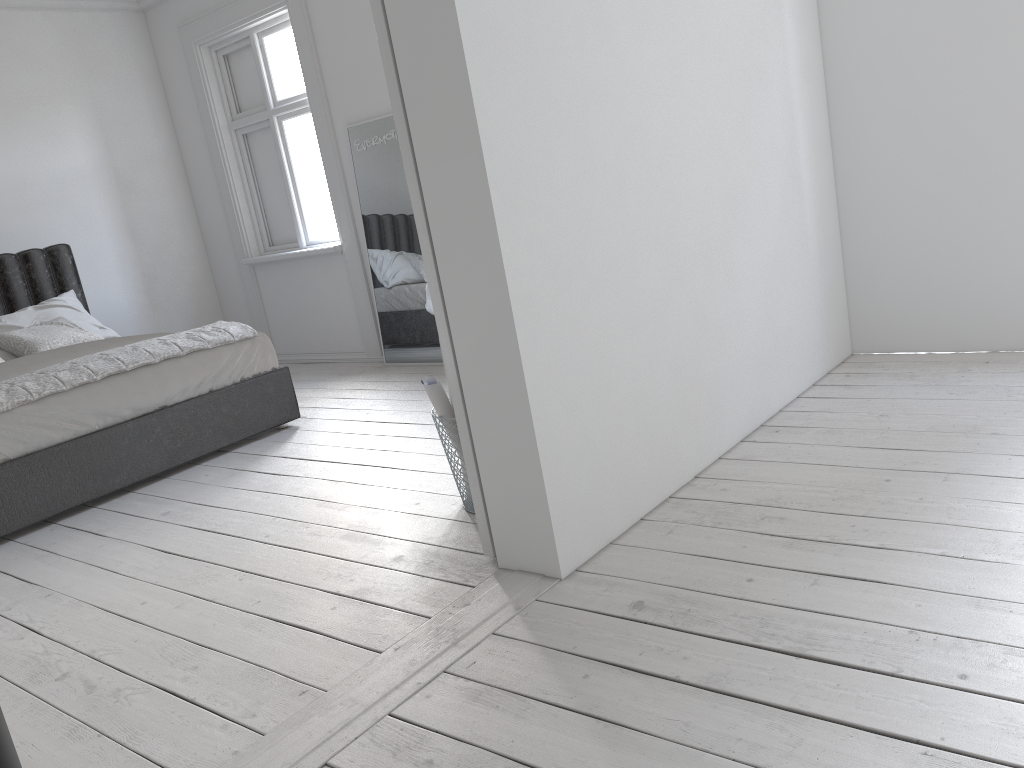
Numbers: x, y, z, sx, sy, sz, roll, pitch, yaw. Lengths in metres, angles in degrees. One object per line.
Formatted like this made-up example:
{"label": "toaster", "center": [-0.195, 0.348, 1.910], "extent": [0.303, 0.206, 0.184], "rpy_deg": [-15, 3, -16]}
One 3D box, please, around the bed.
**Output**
{"label": "bed", "center": [-2.523, -0.121, 4.650], "extent": [2.176, 1.167, 1.889], "rpy_deg": [0, 17, 40]}

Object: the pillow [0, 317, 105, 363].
{"label": "pillow", "center": [-2.840, -0.181, 4.939], "extent": [0.415, 0.225, 1.147], "rpy_deg": [-2, 16, 33]}

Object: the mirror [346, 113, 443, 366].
{"label": "mirror", "center": [-0.686, -0.881, 5.560], "extent": [0.669, 1.553, 0.145], "rpy_deg": [0, 17, 40]}

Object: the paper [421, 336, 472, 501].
{"label": "paper", "center": [-0.076, 0.010, 2.945], "extent": [0.431, 0.793, 0.181], "rpy_deg": [-12, 13, -6]}

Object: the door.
{"label": "door", "center": [-0.110, -0.716, 2.560], "extent": [0.034, 2.324, 0.678], "rpy_deg": [-3, 15, 32]}

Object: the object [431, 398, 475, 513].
{"label": "object", "center": [-0.057, 0.223, 3.014], "extent": [0.374, 0.350, 0.375], "rpy_deg": [1, 18, 42]}

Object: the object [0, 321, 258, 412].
{"label": "object", "center": [-1.880, -0.090, 4.105], "extent": [0.405, 0.104, 1.461], "rpy_deg": [0, 17, 40]}

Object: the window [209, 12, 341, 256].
{"label": "window", "center": [-1.630, -1.707, 6.268], "extent": [1.047, 1.535, 0.079], "rpy_deg": [0, 17, 40]}
